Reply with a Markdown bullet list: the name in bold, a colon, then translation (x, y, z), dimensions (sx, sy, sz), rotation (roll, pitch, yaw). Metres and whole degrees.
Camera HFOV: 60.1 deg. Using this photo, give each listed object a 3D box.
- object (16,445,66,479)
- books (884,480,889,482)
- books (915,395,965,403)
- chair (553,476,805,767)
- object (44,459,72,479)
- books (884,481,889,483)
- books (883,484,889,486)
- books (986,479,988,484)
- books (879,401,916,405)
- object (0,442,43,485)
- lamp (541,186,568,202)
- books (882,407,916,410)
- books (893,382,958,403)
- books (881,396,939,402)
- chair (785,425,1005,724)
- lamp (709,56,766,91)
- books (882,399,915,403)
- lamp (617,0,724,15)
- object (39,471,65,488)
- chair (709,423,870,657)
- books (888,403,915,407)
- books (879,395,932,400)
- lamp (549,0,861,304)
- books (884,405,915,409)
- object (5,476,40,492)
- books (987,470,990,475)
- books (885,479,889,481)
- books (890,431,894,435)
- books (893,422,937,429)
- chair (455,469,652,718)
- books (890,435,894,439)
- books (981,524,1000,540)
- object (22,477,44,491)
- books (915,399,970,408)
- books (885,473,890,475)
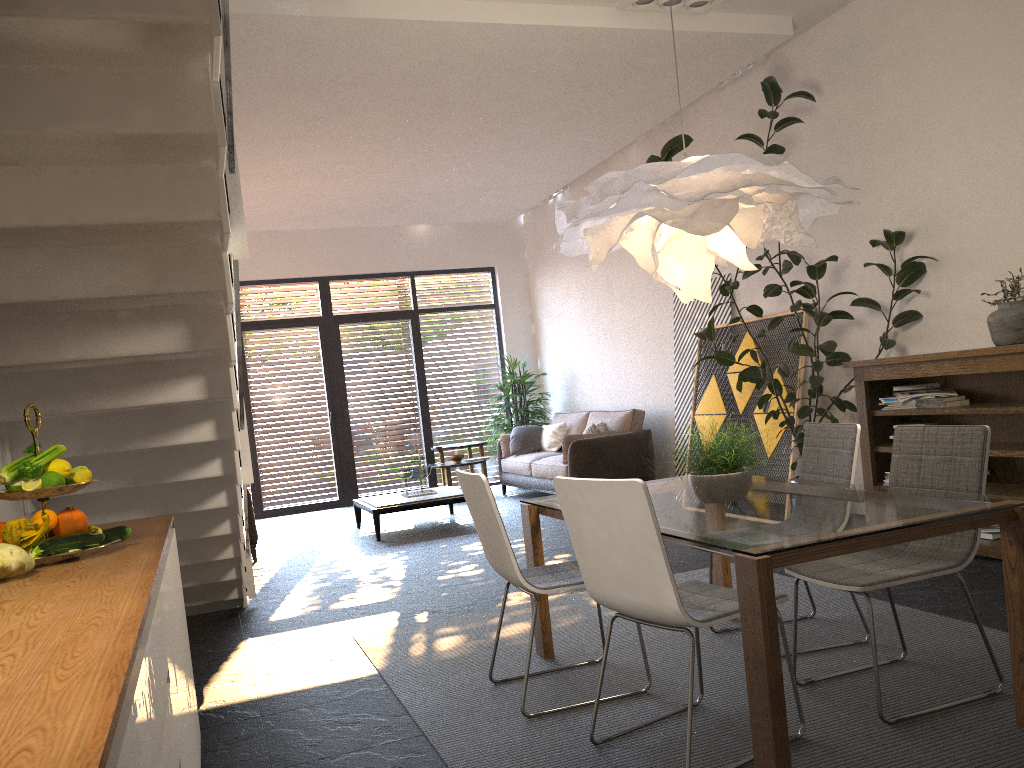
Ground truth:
- **object**: translation (-1.238, 0.205, 2.346), dimensions (0.056, 0.082, 0.180), rotation (-6, 0, 9)
- **books**: translation (2.493, 0.596, 5.480), dimensions (0.218, 0.013, 0.305), rotation (-6, -1, -15)
- **books**: translation (2.562, 0.091, 5.303), dimensions (0.166, 0.024, 0.227), rotation (-6, -1, -15)
- **chair**: translation (0.530, 0.718, 2.854), dimensions (0.599, 0.921, 0.476), rotation (-7, 2, -34)
- **object**: translation (-1.217, 0.230, 2.373), dimensions (0.068, 0.058, 0.071), rotation (-6, 1, -20)
- **books**: translation (2.496, 0.604, 5.479), dimensions (0.218, 0.008, 0.305), rotation (-6, -1, -15)
- **books**: translation (2.497, 0.619, 5.480), dimensions (0.218, 0.008, 0.305), rotation (-6, -1, -20)
- **books**: translation (2.652, 0.588, 5.251), dimensions (0.242, 0.034, 0.180), rotation (-6, -1, -17)
- **books**: translation (2.505, 0.106, 5.523), dimensions (0.252, 0.011, 0.319), rotation (-6, -1, -38)
- **object**: translation (-1.294, 0.209, 2.358), dimensions (0.067, 0.101, 0.211), rotation (-6, 0, -4)
- **lamp**: translation (0.425, -2.294, 10.641), dimensions (0.253, 0.066, 0.645), rotation (-6, -1, -20)
- **books**: translation (2.509, 0.138, 5.505), dimensions (0.319, 0.011, 0.252), rotation (-7, -1, 44)
- **books**: translation (2.540, 0.057, 5.462), dimensions (0.322, 0.109, 0.272), rotation (-6, 0, 15)
- **books**: translation (2.510, 0.085, 5.527), dimensions (0.319, 0.011, 0.252), rotation (-7, -1, 42)
- **chair**: translation (1.341, 0.633, 3.140), dimensions (0.600, 0.921, 0.475), rotation (-7, 2, -19)
- **lamp**: translation (1.708, -2.472, 7.011), dimensions (0.253, 0.066, 0.645), rotation (-6, -1, -20)
- **books**: translation (2.511, 0.095, 5.508), dimensions (0.319, 0.011, 0.252), rotation (-7, -1, 42)
- **lamp**: translation (1.001, -2.411, 5.544), dimensions (0.643, 0.066, 0.253), rotation (-6, 0, -19)
- **object**: translation (-1.209, 0.258, 2.325), dimensions (0.065, 0.060, 0.062), rotation (-6, 1, -23)
- **chair**: translation (1.185, 0.658, 3.865), dimensions (0.601, 0.921, 0.474), rotation (-6, 2, -10)
- **books**: translation (2.529, 0.114, 5.486), dimensions (0.319, 0.011, 0.252), rotation (-7, -1, 37)
- **books**: translation (2.507, 0.074, 5.535), dimensions (0.252, 0.011, 0.319), rotation (-6, -1, -43)
- **lamp**: translation (0.437, -2.882, 3.188), dimensions (1.116, 5.223, 1.060), rotation (-6, 2, -9)
- **books**: translation (2.517, 0.126, 5.498), dimensions (0.319, 0.011, 0.252), rotation (-7, -1, 40)
- **object**: translation (-1.276, 0.274, 2.328), dimensions (0.100, 0.062, 0.075), rotation (-6, 1, -38)
- **books**: translation (2.663, 0.534, 5.249), dimensions (0.243, 0.024, 0.175), rotation (-6, -1, -12)
- **books**: translation (2.499, 0.590, 5.481), dimensions (0.218, 0.008, 0.288), rotation (-6, -1, -14)
- **books**: translation (2.522, 0.302, 5.555), dimensions (0.162, 0.023, 0.232), rotation (-6, -1, -19)
- **books**: translation (2.525, 0.258, 5.542), dimensions (0.154, 0.020, 0.205), rotation (-6, -1, -35)
- **chair**: translation (0.147, 0.766, 3.513), dimensions (0.600, 0.921, 0.475), rotation (-7, 2, -17)
- **books**: translation (2.529, 0.323, 5.549), dimensions (0.174, 0.019, 0.244), rotation (-6, -1, -35)
- **books**: translation (2.737, 0.847, 5.095), dimensions (0.258, 0.050, 0.269), rotation (-6, -1, 26)
- **object**: translation (-1.239, 0.267, 2.294), dimensions (0.049, 0.050, 0.052), rotation (-6, 1, -1)
- **books**: translation (2.573, 0.119, 5.298), dimensions (0.179, 0.034, 0.243), rotation (-6, -1, -16)
- **books**: translation (2.500, 0.552, 5.472), dimensions (0.218, 0.008, 0.305), rotation (-6, -1, -15)
